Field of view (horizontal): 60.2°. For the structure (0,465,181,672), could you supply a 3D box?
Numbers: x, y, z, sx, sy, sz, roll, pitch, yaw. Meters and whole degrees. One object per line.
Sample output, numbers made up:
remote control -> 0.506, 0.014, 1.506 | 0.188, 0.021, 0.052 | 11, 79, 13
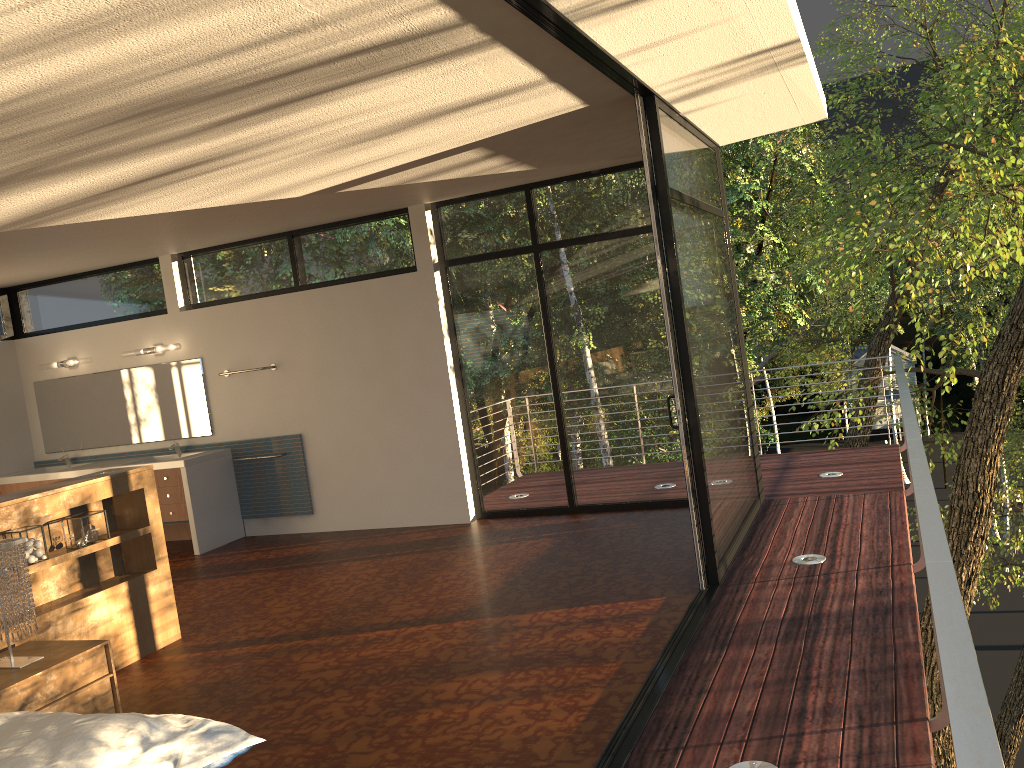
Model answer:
structure -> -3.169, 1.257, 2.179 | 0.301, 0.974, 5.937 | -7, 4, 23

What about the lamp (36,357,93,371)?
lamp -> -4.006, -0.184, 7.960 | 0.606, 0.070, 0.120 | -7, 4, 20

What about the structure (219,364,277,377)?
structure -> -2.193, -0.113, 7.360 | 0.526, 0.056, 0.203 | -7, 4, 21

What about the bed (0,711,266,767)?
bed -> -1.979, 1.242, 1.893 | 2.103, 0.712, 1.873 | -7, 4, 22

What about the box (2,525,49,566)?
box -> -2.307, 0.770, 4.191 | 0.113, 0.170, 0.127 | -7, 3, 22

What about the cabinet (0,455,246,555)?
cabinet -> -3.467, 1.100, 7.665 | 2.225, 0.710, 0.563 | -7, 3, 20

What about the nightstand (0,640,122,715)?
nightstand -> -2.079, 1.343, 3.538 | 0.466, 0.347, 0.794 | -7, 4, 22

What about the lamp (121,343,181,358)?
lamp -> -3.090, -0.291, 7.621 | 0.606, 0.070, 0.120 | -7, 4, 20

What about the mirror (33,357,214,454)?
mirror -> -3.476, 0.207, 7.906 | 1.914, 0.677, 0.102 | -7, 3, 20

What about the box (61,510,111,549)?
box -> -2.168, 0.740, 4.498 | 0.131, 0.156, 0.161 | -7, 3, 22

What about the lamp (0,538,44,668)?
lamp -> -2.082, 1.006, 3.680 | 0.254, 0.730, 0.167 | -7, 3, 21

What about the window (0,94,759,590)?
window -> -3.465, 0.500, 2.509 | 6.682, 2.513, 10.563 | -7, 4, 22

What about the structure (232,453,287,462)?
structure -> -2.090, 0.605, 7.399 | 0.492, 0.021, 0.203 | -7, 4, 21

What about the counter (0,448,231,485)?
counter -> -3.518, 0.747, 7.646 | 2.226, 0.111, 0.563 | -7, 4, 20
